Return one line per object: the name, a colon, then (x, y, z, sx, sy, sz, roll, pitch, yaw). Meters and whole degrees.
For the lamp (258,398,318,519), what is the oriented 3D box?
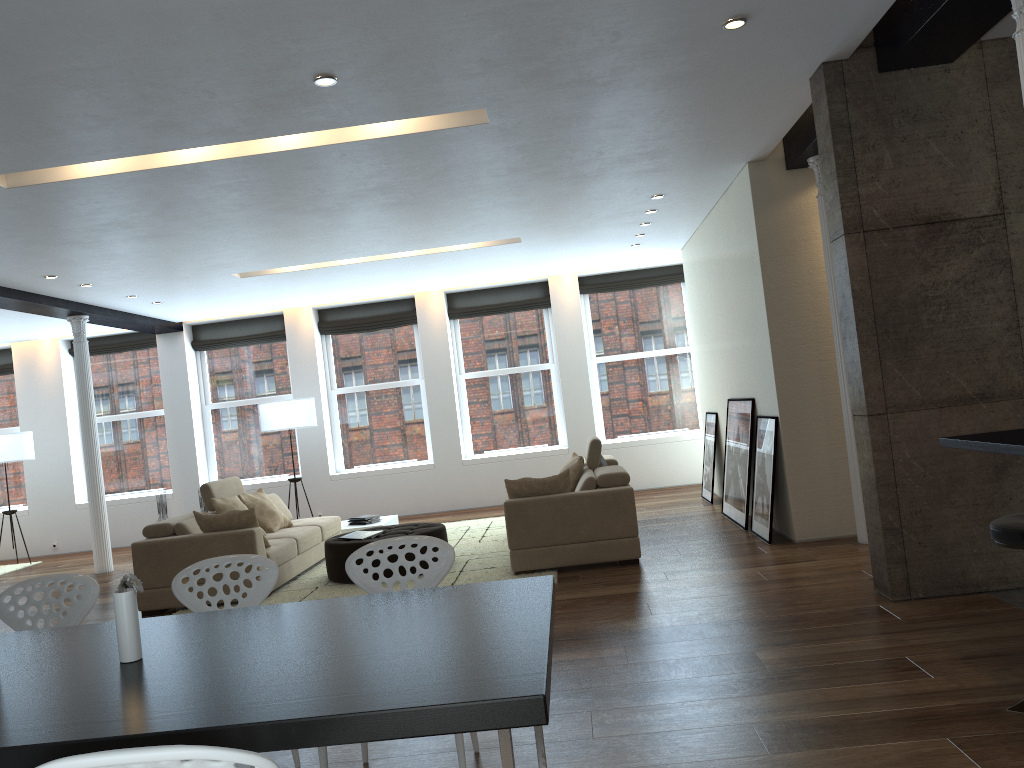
lamp: (-2.778, 1.071, 11.297, 0.698, 1.728, 0.698, -7, -2, 27)

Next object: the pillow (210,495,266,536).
pillow: (-2.454, 1.202, 7.966, 0.301, 0.439, 0.534, -7, -2, 7)

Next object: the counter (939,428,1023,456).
counter: (2.298, 0.163, 2.094, 1.000, 0.040, 3.700, -7, -2, 3)

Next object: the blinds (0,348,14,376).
blinds: (-7.681, -0.276, 12.802, 1.342, 0.393, 0.156, -7, -2, 3)

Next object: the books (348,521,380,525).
books: (-1.688, 1.587, 10.126, 0.300, 0.010, 0.220, -8, -2, 38)

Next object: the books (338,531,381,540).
books: (-1.286, 1.276, 7.482, 0.301, 0.040, 0.220, -8, -2, 38)

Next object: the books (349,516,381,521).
books: (-1.678, 1.538, 10.147, 0.300, 0.010, 0.220, -7, -2, 18)

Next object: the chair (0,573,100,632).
chair: (-1.836, 1.184, 3.330, 0.495, 0.835, 0.581, -7, -2, 3)

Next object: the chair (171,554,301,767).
chair: (-1.105, 1.097, 3.278, 0.495, 0.835, 0.581, -7, -2, 3)

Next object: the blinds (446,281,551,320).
blinds: (-0.187, -1.164, 12.367, 1.442, 0.393, 0.156, -7, -2, 3)

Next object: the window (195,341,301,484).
window: (-3.713, 0.277, 12.612, 1.432, 2.400, 0.123, -7, -2, 3)

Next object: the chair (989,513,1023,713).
chair: (-1.292, 1.338, 4.014, 21.556, 0.952, 16.134, -7, -2, 3)

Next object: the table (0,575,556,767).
table: (-1.542, 1.175, 2.397, 3.400, 0.733, 1.200, -7, -2, 3)

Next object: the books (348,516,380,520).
books: (-1.695, 1.529, 10.128, 0.300, 0.010, 0.220, -8, -2, 38)

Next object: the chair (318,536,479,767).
chair: (-0.410, 1.015, 3.234, 0.495, 0.835, 0.581, -7, -2, 3)

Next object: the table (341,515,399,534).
table: (-1.835, 1.697, 10.224, 0.900, 0.170, 0.900, -7, -2, 3)

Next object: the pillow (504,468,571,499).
pillow: (0.215, 0.887, 7.049, 0.518, 0.393, 0.395, -7, -2, 0)

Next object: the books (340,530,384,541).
books: (-1.269, 1.282, 7.502, 0.300, 0.031, 0.219, -7, -2, 18)

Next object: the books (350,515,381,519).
books: (-1.680, 1.519, 10.148, 0.300, 0.010, 0.220, -8, -2, 43)

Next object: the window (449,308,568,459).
window: (-0.066, -0.155, 12.401, 1.443, 2.400, 0.123, -7, -2, 3)

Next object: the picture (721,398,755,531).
picture: (2.109, 0.713, 8.309, 0.225, 1.140, 1.183, -7, -2, 3)

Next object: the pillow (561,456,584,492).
pillow: (0.495, 0.853, 7.795, 0.301, 0.439, 0.534, -7, -2, 0)

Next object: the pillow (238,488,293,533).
pillow: (-2.402, 1.225, 8.588, 0.368, 0.416, 0.519, -7, -2, 8)

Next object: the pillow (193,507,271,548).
pillow: (-2.261, 1.180, 7.193, 0.518, 0.393, 0.395, -7, -2, 7)

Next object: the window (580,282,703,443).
window: (1.820, -0.379, 12.291, 1.563, 2.400, 0.123, -7, -2, 3)

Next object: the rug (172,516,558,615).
rug: (-1.027, 1.651, 8.556, 2.972, 0.020, 4.231, -7, -2, 3)

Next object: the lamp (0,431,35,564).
lamp: (-6.535, 1.515, 11.515, 0.698, 1.728, 0.698, -7, -2, 27)

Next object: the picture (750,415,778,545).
picture: (2.069, 0.764, 7.288, 0.195, 0.988, 0.700, -7, -2, 3)

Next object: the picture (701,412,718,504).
picture: (2.238, 0.822, 10.058, 0.195, 0.988, 0.700, -7, -2, 3)

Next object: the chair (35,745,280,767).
chair: (-0.534, 0.984, 1.634, 0.495, 0.835, 0.581, -7, -2, 3)

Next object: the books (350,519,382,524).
books: (-1.674, 1.576, 10.146, 0.300, 0.010, 0.220, -7, -2, 23)

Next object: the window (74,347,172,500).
window: (-5.509, 0.490, 12.716, 1.391, 2.400, 0.123, -7, -2, 3)

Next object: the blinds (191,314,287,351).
blinds: (-3.836, -0.732, 12.563, 1.431, 0.395, 0.183, -7, -2, 3)

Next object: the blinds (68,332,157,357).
blinds: (-5.638, -0.578, 12.684, 1.396, 0.275, 0.156, -7, -2, 3)

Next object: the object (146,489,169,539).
object: (-4.515, 1.759, 11.491, 0.458, 0.781, 0.458, -7, -2, 3)

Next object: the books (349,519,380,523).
books: (-1.690, 1.568, 10.126, 0.300, 0.010, 0.220, -8, -2, 38)

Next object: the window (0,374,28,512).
window: (-7.559, 0.733, 12.835, 1.345, 2.400, 0.123, -7, -2, 3)

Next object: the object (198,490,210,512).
object: (-4.040, 1.709, 11.681, 0.458, 0.781, 0.458, -7, -2, 3)

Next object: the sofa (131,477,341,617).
sofa: (-2.410, 1.335, 8.215, 1.021, 0.950, 2.581, -7, -2, 3)

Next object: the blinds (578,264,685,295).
blinds: (1.694, -1.442, 12.259, 1.563, 0.275, 0.156, -7, -2, 3)

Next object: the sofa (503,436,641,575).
sofa: (0.512, 0.989, 8.046, 1.021, 0.950, 2.581, -7, -2, 3)

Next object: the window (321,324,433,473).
window: (-1.892, 0.061, 12.507, 1.442, 2.400, 0.123, -7, -2, 3)

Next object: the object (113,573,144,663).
object: (-1.046, 0.632, 2.443, 0.076, 0.233, 0.161, -6, -2, -15)

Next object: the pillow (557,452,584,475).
pillow: (0.521, 0.878, 8.419, 0.368, 0.416, 0.519, -7, -2, -1)

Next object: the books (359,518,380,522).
books: (-1.676, 1.557, 10.147, 0.220, 0.010, 0.300, -5, -2, -37)

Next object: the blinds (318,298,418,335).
blinds: (-2.011, -0.941, 12.473, 1.439, 0.424, 0.156, -7, -2, 3)

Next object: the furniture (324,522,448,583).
furniture: (-1.079, 1.444, 7.680, 1.057, 0.355, 1.057, -7, -2, 5)

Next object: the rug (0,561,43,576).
rug: (-8.339, 2.554, 10.258, 4.231, 0.020, 2.972, -7, -2, 3)

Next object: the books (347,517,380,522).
books: (-1.693, 1.548, 10.127, 0.300, 0.010, 0.220, -8, -2, 28)
